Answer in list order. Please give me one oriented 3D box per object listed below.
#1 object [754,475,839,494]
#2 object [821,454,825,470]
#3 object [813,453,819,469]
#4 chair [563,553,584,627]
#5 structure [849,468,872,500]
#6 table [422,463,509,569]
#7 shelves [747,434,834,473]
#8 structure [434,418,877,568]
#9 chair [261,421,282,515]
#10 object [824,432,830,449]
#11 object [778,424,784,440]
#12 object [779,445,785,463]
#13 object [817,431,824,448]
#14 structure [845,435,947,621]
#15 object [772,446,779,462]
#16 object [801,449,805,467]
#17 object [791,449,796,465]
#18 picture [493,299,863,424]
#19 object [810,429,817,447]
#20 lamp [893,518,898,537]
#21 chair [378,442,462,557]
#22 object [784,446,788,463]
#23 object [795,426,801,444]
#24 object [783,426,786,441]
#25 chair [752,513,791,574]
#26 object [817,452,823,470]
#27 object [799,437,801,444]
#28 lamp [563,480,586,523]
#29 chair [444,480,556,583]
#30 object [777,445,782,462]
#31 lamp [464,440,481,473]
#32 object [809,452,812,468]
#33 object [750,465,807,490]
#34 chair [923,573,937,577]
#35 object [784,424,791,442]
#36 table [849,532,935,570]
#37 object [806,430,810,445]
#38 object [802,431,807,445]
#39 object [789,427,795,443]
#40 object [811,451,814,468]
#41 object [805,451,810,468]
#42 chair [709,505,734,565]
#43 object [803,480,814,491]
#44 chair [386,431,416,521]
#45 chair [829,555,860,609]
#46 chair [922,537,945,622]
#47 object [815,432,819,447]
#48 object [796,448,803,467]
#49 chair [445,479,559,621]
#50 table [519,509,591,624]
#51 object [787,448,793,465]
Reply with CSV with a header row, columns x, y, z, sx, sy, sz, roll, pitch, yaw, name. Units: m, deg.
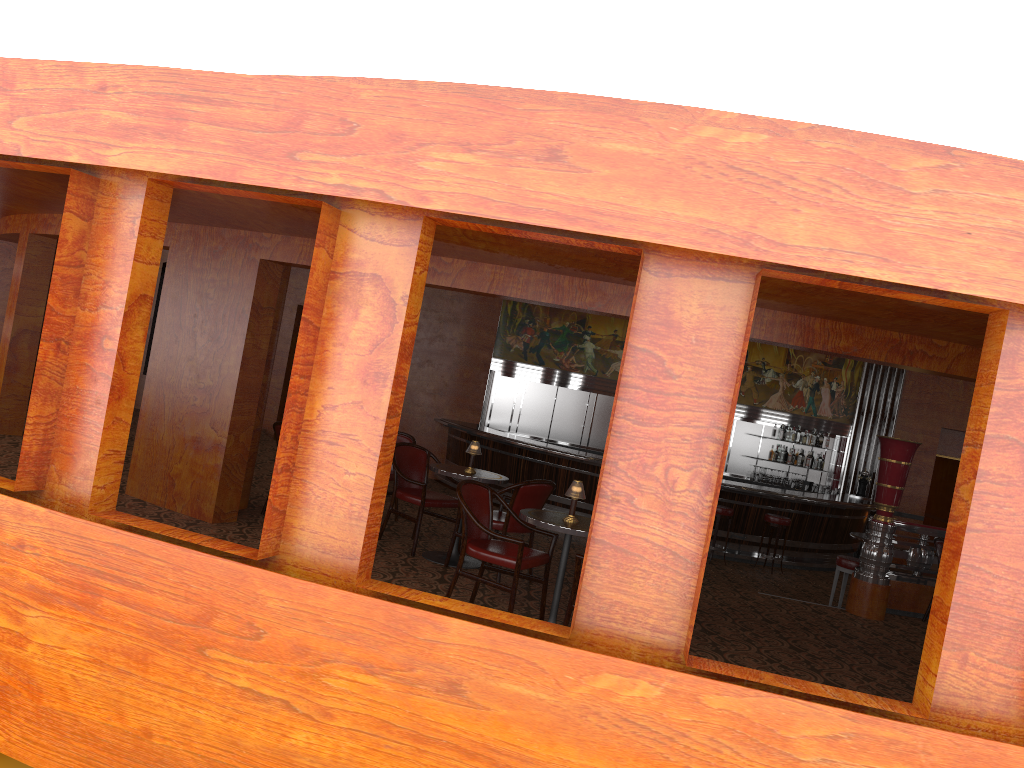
x,y,z,sx,sy,sz,roll,pitch,yaw,name
4.857,1.712,15.210,1.424,0.135,0.403,11,0,7,object
5.350,1.349,15.286,0.080,0.272,0.080,11,1,-1,object
5.206,1.322,15.156,0.080,0.272,0.080,11,1,4,object
0.715,1.222,5.274,0.614,0.817,0.588,11,1,26,chair
5.844,1.671,14.766,0.360,0.540,0.281,11,1,21,structure
-0.407,1.052,7.066,0.639,0.720,0.640,11,1,27,table
4.170,0.986,15.232,2.594,0.568,0.339,11,1,1,shelves
2.387,1.787,13.626,7.810,1.047,3.207,11,0,1,structure
-1.753,0.747,7.497,0.587,0.817,0.616,11,1,36,chair
5.389,0.966,15.135,0.067,0.283,0.067,11,1,13,object
4.612,0.820,15.149,0.067,0.283,0.067,10,1,-43,object
4.636,1.198,15.179,0.078,0.305,0.078,11,1,-6,object
5.269,0.939,15.117,0.090,0.293,0.090,11,1,35,object
5.199,1.037,8.918,4.357,3.606,0.548,10,1,-25,structure
4.543,1.197,15.242,0.080,0.272,0.080,11,1,4,object
4.982,1.269,15.239,0.090,0.293,0.090,11,1,-5,object
4.839,1.253,15.257,0.080,0.272,0.080,11,1,4,object
2.856,-0.534,15.199,6.254,1.323,0.001,11,1,1,picture
5.156,0.911,15.134,0.078,0.305,0.078,10,1,-18,object
4.043,1.548,9.405,0.130,0.250,0.130,11,1,21,lamp
-0.752,0.936,7.329,0.614,0.817,0.588,11,1,41,chair
4.713,1.218,15.284,0.090,0.293,0.090,10,1,-20,object
4.890,0.861,15.123,0.078,0.305,0.078,10,1,-11,object
4.681,0.846,15.254,0.090,0.256,0.090,11,1,22,object
3.534,2.159,12.008,0.350,0.755,0.350,11,1,42,chair
5.280,1.319,15.200,0.078,0.305,0.078,11,1,14,object
4.921,0.902,15.209,0.068,0.235,0.212,11,1,21,object
0.382,0.714,5.424,0.130,0.250,0.130,10,1,-33,lamp
-0.051,1.071,6.782,0.614,0.817,0.588,11,1,41,chair
4.632,1.197,15.269,0.078,0.305,0.206,11,1,-3,object
-0.312,0.576,7.059,0.130,0.250,0.130,11,1,23,lamp
5.102,1.297,15.185,0.067,0.283,0.067,10,1,-38,object
4.576,1.604,15.166,0.951,0.245,0.396,11,0,4,object
4.132,2.287,8.857,0.350,0.755,0.350,11,1,42,chair
4.718,0.829,15.147,0.078,0.305,0.078,11,1,-8,object
3.932,2.143,9.390,0.849,0.960,0.849,11,1,3,table
5.078,0.913,15.240,0.080,0.272,0.080,10,1,-31,object
5.004,0.917,15.146,0.070,0.238,0.070,10,1,-25,object
4.799,0.860,15.146,0.080,0.272,0.080,11,1,-6,object
5.164,1.303,15.306,0.090,0.293,0.090,11,1,35,object
5.048,1.288,15.117,0.067,0.283,0.067,10,1,-24,object
2.726,2.008,11.859,0.350,0.755,0.350,10,1,-25,chair
5.034,1.735,15.121,0.169,0.156,0.195,11,1,26,object
-1.277,0.833,8.257,0.587,0.817,0.616,11,1,36,chair
3.410,2.150,9.002,0.350,0.755,0.350,10,1,-40,chair
4.139,1.853,8.106,0.615,0.817,0.587,11,1,-9,chair
5.234,0.950,15.284,0.090,0.256,0.090,11,1,7,object
4.922,1.252,15.145,0.078,0.305,0.078,11,1,39,object
-0.103,1.066,5.617,0.614,0.817,0.588,11,1,26,chair
0.296,1.192,5.435,0.639,0.720,0.640,11,1,30,table
4.766,1.234,15.176,0.067,0.283,0.067,10,1,-33,object
